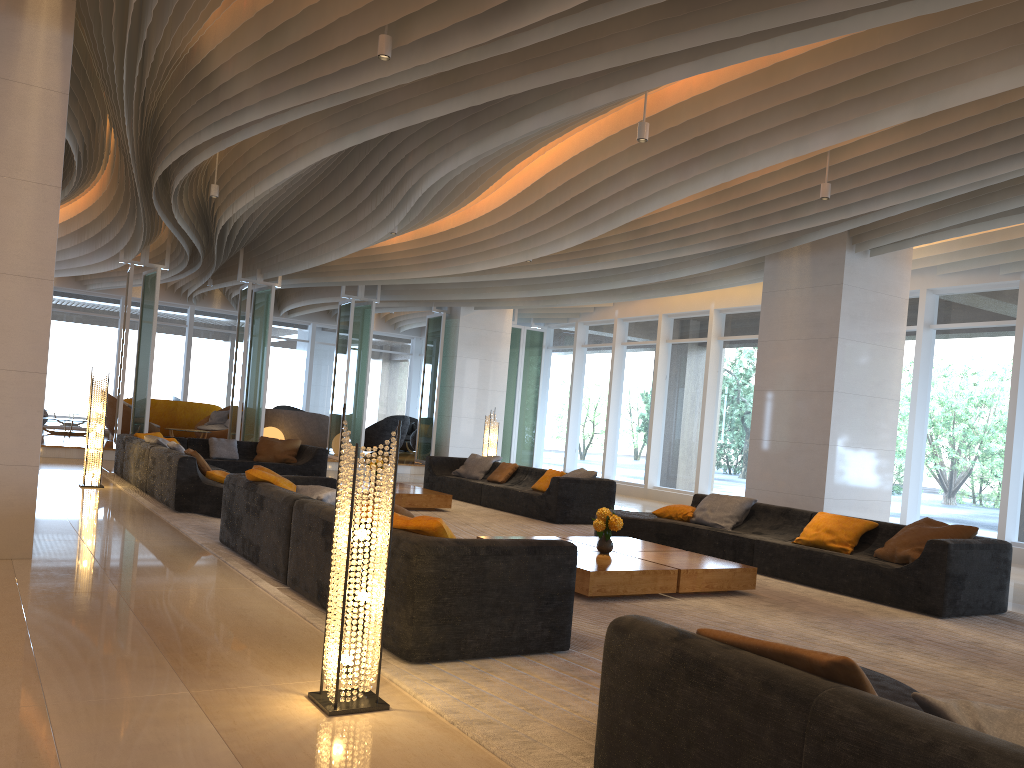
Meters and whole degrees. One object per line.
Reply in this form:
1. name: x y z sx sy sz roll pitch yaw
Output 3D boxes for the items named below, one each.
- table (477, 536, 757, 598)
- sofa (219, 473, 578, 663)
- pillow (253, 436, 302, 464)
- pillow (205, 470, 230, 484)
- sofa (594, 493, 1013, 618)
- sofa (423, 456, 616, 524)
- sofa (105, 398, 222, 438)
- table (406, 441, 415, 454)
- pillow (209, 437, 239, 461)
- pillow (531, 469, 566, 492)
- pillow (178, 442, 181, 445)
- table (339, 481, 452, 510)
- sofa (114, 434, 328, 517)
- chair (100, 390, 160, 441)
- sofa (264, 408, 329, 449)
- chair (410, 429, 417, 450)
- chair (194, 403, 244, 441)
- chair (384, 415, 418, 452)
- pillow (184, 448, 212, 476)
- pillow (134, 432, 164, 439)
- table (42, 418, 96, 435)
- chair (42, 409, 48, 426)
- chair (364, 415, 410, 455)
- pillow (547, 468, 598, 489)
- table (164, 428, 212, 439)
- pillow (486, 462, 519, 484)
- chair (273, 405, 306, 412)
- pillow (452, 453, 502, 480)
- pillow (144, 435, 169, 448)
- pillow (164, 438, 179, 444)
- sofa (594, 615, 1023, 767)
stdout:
1. table: 0.794 1.449 7.093 1.629 0.220 1.573 6 -3 -32
2. sofa: -1.029 1.055 5.911 0.958 0.582 3.711 6 -3 -31
3. pillow: -3.572 1.008 13.537 0.643 0.377 0.544 5 -2 -10
4. pillow: -2.928 0.980 9.249 0.410 0.136 0.417 5 -2 2
5. sofa: 2.358 1.456 8.354 1.376 0.582 4.070 6 -3 -33
6. sofa: -0.023 1.454 12.573 0.958 0.582 3.711 6 -3 -31
7. sofa: -7.810 0.805 20.012 2.613 0.901 1.088 7 -2 -42
8. table: -2.364 1.736 23.826 1.097 0.318 0.806 6 -3 -25
9. pillow: -4.255 0.957 13.085 0.415 0.312 0.316 6 -1 -30
10. pillow: 0.492 1.305 11.984 0.327 0.312 0.401 5 -2 -30
11. pillow: -4.351 0.872 11.383 0.405 0.319 0.335 4 -1 26
12. table: -1.854 1.429 11.418 1.629 0.220 1.573 6 -3 -32
13. sofa: -3.153 1.092 11.242 2.876 0.653 5.000 6 -3 -31
14. chair: -7.669 0.661 17.808 1.153 1.005 1.496 5 -2 -24
15. sofa: -4.914 1.054 20.110 2.533 0.901 1.123 4 -2 17
16. chair: -1.886 1.390 22.942 1.544 1.005 1.117 6 -2 -29
17. chair: -6.240 0.856 19.398 1.159 1.005 1.488 6 -2 -44
18. chair: -2.924 1.383 24.664 1.537 1.005 1.122 5 -1 -19
19. pillow: -3.282 0.853 9.381 0.334 0.311 0.416 6 -2 -30
20. pillow: -5.084 0.839 12.547 0.335 0.316 0.416 4 -2 30
21. table: -9.356 0.905 18.685 1.097 0.318 0.806 6 -3 -25
22. chair: -10.426 0.464 18.561 1.128 1.005 1.530 5 -2 11
23. chair: -3.161 1.224 21.698 1.117 1.005 1.545 4 -2 31
24. pillow: 0.772 1.281 11.562 0.551 0.377 0.635 5 -2 -10
25. table: -6.761 1.113 18.465 1.059 0.318 0.834 3 -3 40
26. pillow: -0.138 1.300 13.013 0.328 0.312 0.400 6 -2 -34
27. chair: -5.303 1.062 22.084 1.114 1.005 1.548 4 -2 41
28. pillow: -0.554 1.271 13.728 0.627 0.377 0.558 3 -2 36
29. pillow: -4.194 0.842 10.906 0.557 0.377 0.640 6 -2 -36
30. pillow: -4.329 0.838 11.213 0.416 0.335 0.329 4 -1 24
31. sofa: 1.123 1.091 2.744 1.379 0.576 2.214 6 -3 -32
